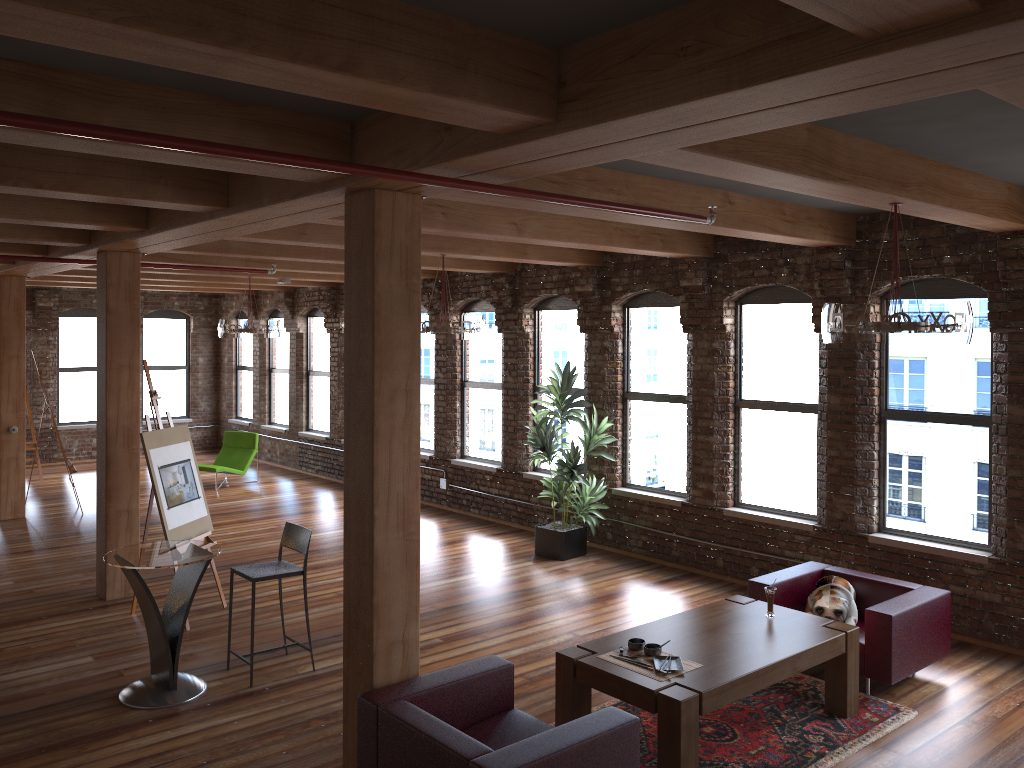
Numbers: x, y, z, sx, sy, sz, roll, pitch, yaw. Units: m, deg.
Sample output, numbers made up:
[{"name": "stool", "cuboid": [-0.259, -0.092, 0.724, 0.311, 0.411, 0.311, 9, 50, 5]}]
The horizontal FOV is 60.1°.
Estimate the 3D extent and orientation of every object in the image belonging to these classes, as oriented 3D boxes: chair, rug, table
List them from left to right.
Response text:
[{"name": "table", "cuboid": [-2.282, 1.566, 5.805, 0.721, 0.924, 0.722, 0, 1, -16]}, {"name": "chair", "cuboid": [-4.555, 1.184, 13.874, 0.680, 0.796, 0.957, 1, 2, 24]}, {"name": "chair", "cuboid": [-1.688, 1.513, 6.197, 0.467, 0.981, 0.430, 0, 1, -41]}, {"name": "chair", "cuboid": [-0.084, 1.817, 4.198, 0.866, 0.592, 1.071, -2, 3, -41]}, {"name": "rug", "cuboid": [1.169, 2.064, 5.240, 2.463, 0.009, 1.344, -2, 4, -40]}, {"name": "table", "cuboid": [1.201, 1.790, 5.274, 1.751, 0.549, 0.901, -2, 3, -41]}, {"name": "chair", "cuboid": [2.373, 1.718, 6.273, 0.866, 0.592, 1.071, -2, 3, -41]}]

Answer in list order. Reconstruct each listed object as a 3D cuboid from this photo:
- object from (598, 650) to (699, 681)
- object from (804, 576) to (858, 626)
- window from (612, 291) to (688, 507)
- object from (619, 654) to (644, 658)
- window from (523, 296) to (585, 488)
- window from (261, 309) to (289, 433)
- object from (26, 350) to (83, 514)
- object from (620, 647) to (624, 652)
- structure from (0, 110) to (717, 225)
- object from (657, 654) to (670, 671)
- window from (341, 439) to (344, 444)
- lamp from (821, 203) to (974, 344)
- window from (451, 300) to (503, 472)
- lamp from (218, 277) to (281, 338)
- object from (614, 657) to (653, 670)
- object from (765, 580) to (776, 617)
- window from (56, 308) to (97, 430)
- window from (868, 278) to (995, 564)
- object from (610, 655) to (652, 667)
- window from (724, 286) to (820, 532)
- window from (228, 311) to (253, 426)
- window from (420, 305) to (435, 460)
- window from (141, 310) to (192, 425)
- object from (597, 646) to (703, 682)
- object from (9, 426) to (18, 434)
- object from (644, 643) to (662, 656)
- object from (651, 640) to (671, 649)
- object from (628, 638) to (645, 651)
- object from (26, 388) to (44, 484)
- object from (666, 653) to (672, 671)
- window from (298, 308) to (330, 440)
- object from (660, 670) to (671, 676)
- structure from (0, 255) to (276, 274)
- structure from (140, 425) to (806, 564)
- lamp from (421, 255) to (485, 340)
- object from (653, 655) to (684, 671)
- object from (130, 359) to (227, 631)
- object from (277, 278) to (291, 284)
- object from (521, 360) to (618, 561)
[{"name": "object", "cuboid": [0.758, 1.532, 4.898, 0.332, 0.003, 0.471, -2, 4, -41]}, {"name": "object", "cuboid": [2.239, 1.543, 6.240, 0.365, 0.296, 0.755, 1, 3, 21]}, {"name": "window", "cuboid": [1.496, 0.113, 9.394, 0.235, 2.214, 0.969, 0, 1, -41]}, {"name": "object", "cuboid": [0.667, 1.512, 4.951, 0.153, 0.030, 0.045, 2, 3, 34]}, {"name": "window", "cuboid": [0.541, 0.049, 10.508, 0.235, 2.214, 0.969, 0, 1, -41]}, {"name": "window", "cuboid": [-4.233, -0.270, 16.076, 0.231, 2.214, 0.969, 0, 1, -41]}, {"name": "object", "cuboid": [-6.043, 0.623, 11.649, 0.685, 2.140, 0.662, 0, 1, -31]}, {"name": "object", "cuboid": [0.623, 1.512, 5.032, 0.018, 0.021, 0.059, 0, 3, 1]}, {"name": "structure", "cuboid": [-1.375, -0.896, 3.060, 6.811, 0.112, 0.051, -2, 2, -41]}, {"name": "object", "cuboid": [0.830, 1.513, 4.826, 0.007, 0.008, 0.270, 1, 3, 24]}, {"name": "window", "cuboid": [-2.325, -0.142, 13.849, 0.230, 2.214, 0.969, 0, 1, -41]}, {"name": "lamp", "cuboid": [2.221, -0.641, 5.132, 0.809, 0.814, 0.810, 0, 2, 0]}, {"name": "window", "cuboid": [-0.415, -0.015, 11.621, 0.232, 2.214, 0.969, 0, 1, -41]}, {"name": "lamp", "cuboid": [-3.489, -1.023, 11.794, 0.809, 0.814, 0.810, 0, 2, -5]}, {"name": "object", "cuboid": [0.663, 1.529, 4.856, 0.270, 0.008, 0.007, 3, 3, 45]}, {"name": "object", "cuboid": [1.673, 1.379, 5.703, 0.095, 0.232, 0.076, 0, 1, -8]}, {"name": "window", "cuboid": [-7.895, -0.300, 16.363, 0.968, 2.217, 0.219, 0, 1, -41]}, {"name": "window", "cuboid": [3.404, 0.240, 7.167, 0.235, 2.214, 0.969, 0, 1, -41]}, {"name": "object", "cuboid": [0.653, 1.527, 4.895, 0.270, 0.008, 0.007, 3, 3, 39]}, {"name": "window", "cuboid": [2.450, 0.176, 8.281, 0.235, 2.214, 0.969, 0, 1, -41]}, {"name": "window", "cuboid": [-5.204, -0.335, 17.210, 0.232, 2.214, 0.969, 0, 1, -41]}, {"name": "window", "cuboid": [-1.368, -0.079, 12.737, 0.236, 2.214, 0.969, 0, 1, -41]}, {"name": "window", "cuboid": [-6.766, -0.347, 17.330, 0.968, 2.217, 0.219, 0, 1, -41]}, {"name": "object", "cuboid": [0.759, 1.532, 4.898, 0.352, 0.001, 0.469, -2, 4, -41]}, {"name": "object", "cuboid": [-6.291, 0.578, 11.184, 0.095, 0.095, 0.061, -1, 2, -41]}, {"name": "object", "cuboid": [0.796, 1.503, 5.006, 0.099, 0.043, 0.099, 0, 3, -3]}, {"name": "object", "cuboid": [0.825, 1.477, 4.998, 0.137, 0.080, 0.045, 1, 1, 15]}, {"name": "object", "cuboid": [0.717, 1.498, 5.093, 0.099, 0.043, 0.099, 0, 3, -15]}, {"name": "object", "cuboid": [-7.809, 0.495, 13.894, 0.685, 2.140, 0.662, 1, 1, 44]}, {"name": "object", "cuboid": [0.858, 1.514, 4.826, 0.007, 0.008, 0.270, 1, 3, 15]}, {"name": "window", "cuboid": [-3.277, -0.206, 14.961, 0.233, 2.214, 0.969, 0, 1, -41]}, {"name": "object", "cuboid": [0.813, 1.531, 4.692, 0.059, 0.021, 0.018, 2, 2, 36]}, {"name": "structure", "cuboid": [-5.163, -1.149, 7.481, 6.811, 0.112, 0.051, -2, 2, -41]}, {"name": "structure", "cuboid": [-1.611, 1.218, 12.801, 13.714, 0.313, 1.634, 3, 4, 43]}, {"name": "lamp", "cuboid": [-0.660, -0.834, 8.493, 0.809, 0.814, 0.810, 0, 2, 2]}, {"name": "object", "cuboid": [0.851, 1.526, 4.825, 0.154, 0.018, 0.213, 1, 3, 5]}, {"name": "object", "cuboid": [-2.842, 0.865, 7.388, 0.685, 2.140, 0.702, 0, 1, 9]}, {"name": "object", "cuboid": [-3.125, -1.419, 12.152, 0.145, 0.072, 0.147, -2, 3, -41]}, {"name": "object", "cuboid": [0.556, 0.786, 9.568, 0.966, 2.103, 1.081, 0, 1, -28]}]
